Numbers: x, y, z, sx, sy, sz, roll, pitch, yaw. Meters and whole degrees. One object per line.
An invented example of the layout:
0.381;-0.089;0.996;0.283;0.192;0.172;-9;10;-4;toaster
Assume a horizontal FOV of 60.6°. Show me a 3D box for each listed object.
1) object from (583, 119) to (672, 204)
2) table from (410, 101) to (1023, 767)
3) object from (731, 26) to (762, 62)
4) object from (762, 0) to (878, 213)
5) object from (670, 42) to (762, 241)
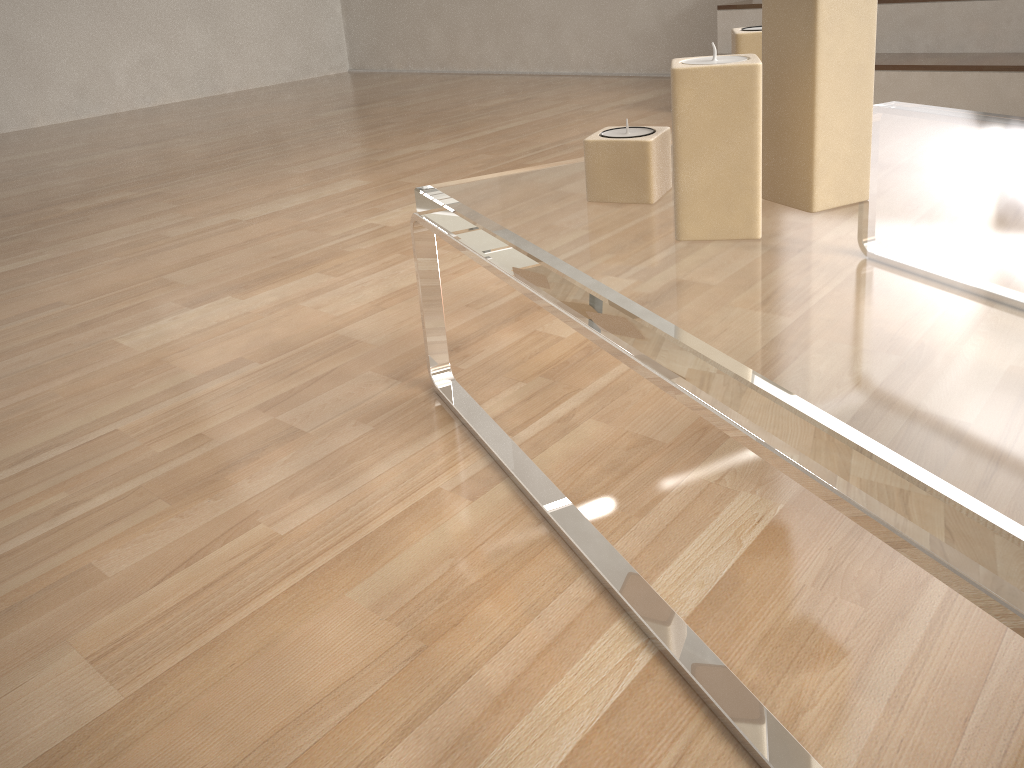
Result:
0.111;-0.216;0.834;0.067;0.070;0.070;6;24;25;object
0.372;-0.050;0.796;0.709;0.237;0.828;-15;27;-20;table
0.267;-0.312;0.923;0.067;0.143;0.070;-1;20;12;object
0.260;-0.252;0.748;0.068;0.187;0.069;-13;21;-21;object
0.162;-0.195;0.697;0.067;0.144;0.070;-1;20;12;object
